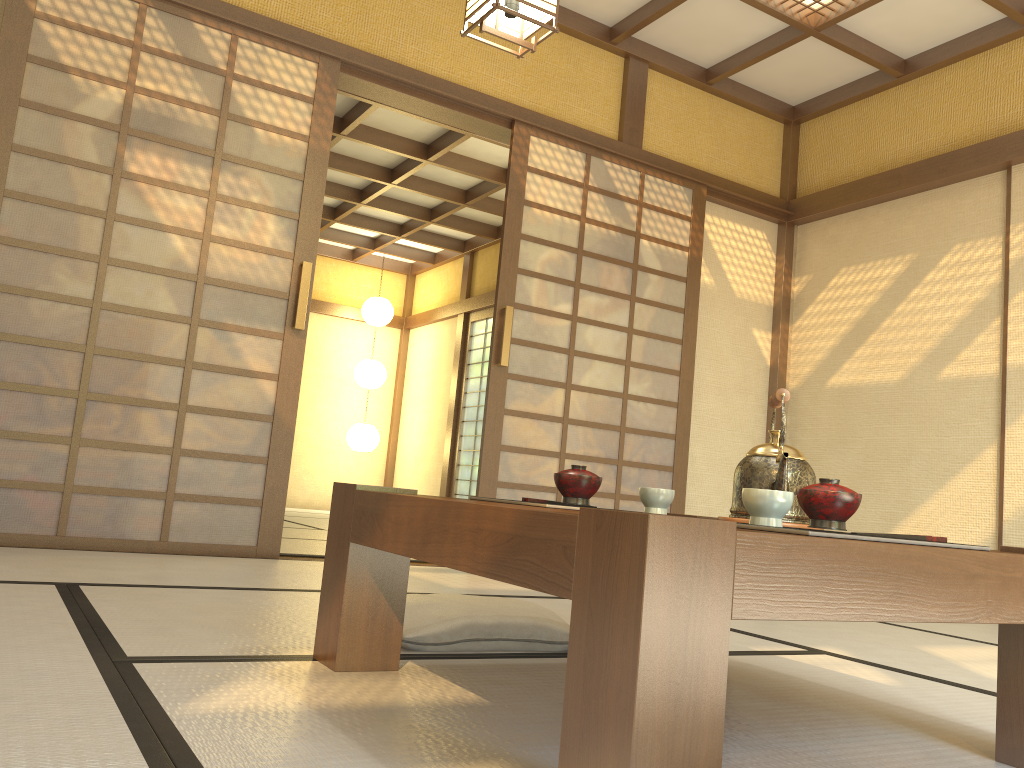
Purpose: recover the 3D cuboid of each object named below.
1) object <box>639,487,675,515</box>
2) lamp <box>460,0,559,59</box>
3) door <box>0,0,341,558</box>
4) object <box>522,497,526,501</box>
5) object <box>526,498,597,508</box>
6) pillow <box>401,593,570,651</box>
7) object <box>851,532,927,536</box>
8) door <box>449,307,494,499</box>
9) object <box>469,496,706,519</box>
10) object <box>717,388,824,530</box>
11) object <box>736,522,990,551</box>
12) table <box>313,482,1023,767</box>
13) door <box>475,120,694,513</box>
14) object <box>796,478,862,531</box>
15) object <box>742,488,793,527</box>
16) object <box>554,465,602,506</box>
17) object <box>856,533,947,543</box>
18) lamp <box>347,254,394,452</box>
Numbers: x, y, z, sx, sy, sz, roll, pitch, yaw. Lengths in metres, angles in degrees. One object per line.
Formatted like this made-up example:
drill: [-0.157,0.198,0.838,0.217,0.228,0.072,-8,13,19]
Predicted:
object: [0.301,0.245,1.853,0.074,0.052,0.073,4,-7,13]
lamp: [0.040,-1.643,2.888,0.240,1.129,0.240,10,-8,-30]
door: [-1.433,-0.455,3.652,1.230,2.265,0.076,10,-8,-30]
object: [0.107,0.260,1.945,0.200,0.008,0.008,10,-8,-32]
object: [0.111,0.259,1.933,0.200,0.008,0.008,11,-9,-36]
pillow: [-0.130,0.595,2.248,0.486,0.107,0.496,9,-8,-26]
object: [0.561,0.223,1.309,0.200,0.008,0.008,10,-9,-34]
door: [0.188,0.274,8.030,0.140,2.230,2.890,10,-8,-30]
object: [0.157,0.259,1.839,0.400,0.007,0.300,10,-8,-30]
object: [0.568,0.162,1.918,0.219,0.296,0.226,10,-9,-35]
object: [0.477,0.230,1.370,0.400,0.007,0.300,10,-8,-30]
table: [0.302,0.414,1.608,1.000,0.350,1.000,10,-8,-30]
door: [0.416,-0.144,4.734,1.230,2.265,0.076,10,-8,-30]
object: [0.508,0.193,1.424,0.100,0.080,0.100,10,-8,-30]
object: [0.376,0.183,1.310,0.074,0.052,0.073,4,-7,13]
object: [0.134,0.207,1.814,0.100,0.080,0.100,10,-8,-30]
object: [0.570,0.222,1.293,0.200,0.008,0.008,9,-8,-29]
lamp: [-1.555,-0.387,9.941,0.363,2.297,0.363,8,-8,-18]
